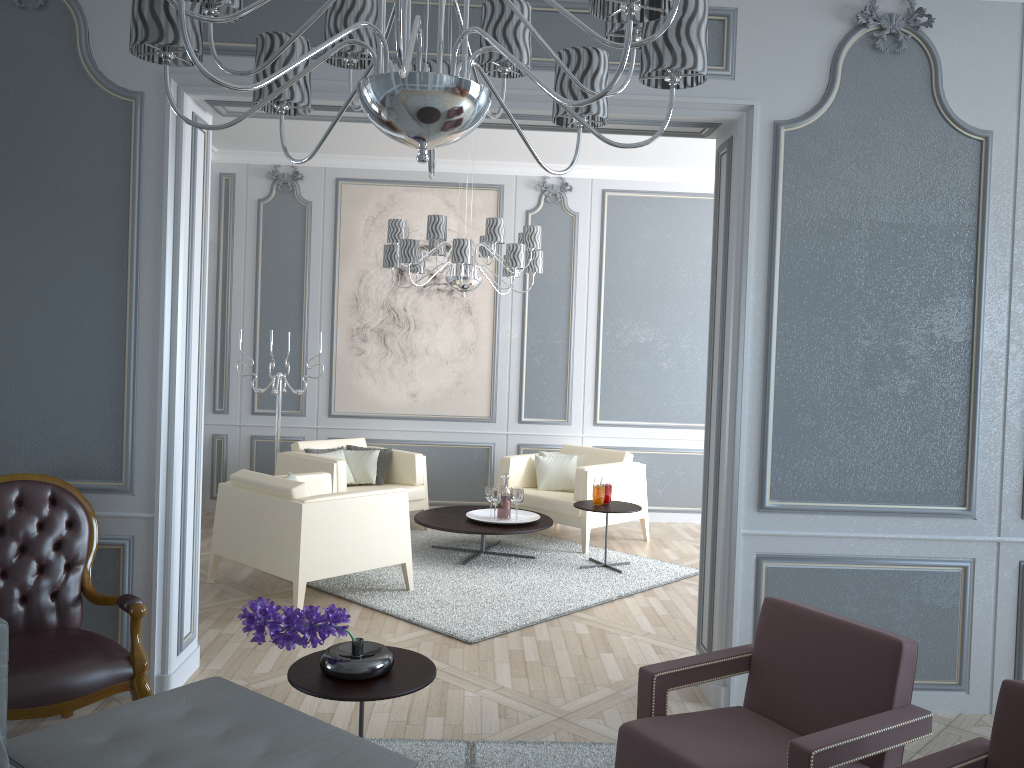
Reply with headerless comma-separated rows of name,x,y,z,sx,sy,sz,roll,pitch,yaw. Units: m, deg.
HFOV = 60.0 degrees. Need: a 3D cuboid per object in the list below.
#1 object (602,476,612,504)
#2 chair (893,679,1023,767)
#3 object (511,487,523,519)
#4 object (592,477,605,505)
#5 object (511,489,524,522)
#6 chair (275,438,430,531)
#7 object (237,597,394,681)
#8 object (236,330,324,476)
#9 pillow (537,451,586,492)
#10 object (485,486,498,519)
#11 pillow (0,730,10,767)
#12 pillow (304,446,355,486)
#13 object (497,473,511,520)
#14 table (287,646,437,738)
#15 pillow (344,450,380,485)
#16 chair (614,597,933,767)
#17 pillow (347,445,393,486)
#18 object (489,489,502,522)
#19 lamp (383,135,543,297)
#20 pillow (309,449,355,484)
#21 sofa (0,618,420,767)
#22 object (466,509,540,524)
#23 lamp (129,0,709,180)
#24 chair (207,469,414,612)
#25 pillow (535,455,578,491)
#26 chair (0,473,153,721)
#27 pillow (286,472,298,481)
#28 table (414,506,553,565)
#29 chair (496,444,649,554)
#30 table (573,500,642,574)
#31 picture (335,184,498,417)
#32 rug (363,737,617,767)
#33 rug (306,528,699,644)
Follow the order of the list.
object,0.579,0.653,5.468,0.075,0.165,0.075,1,2,-43
chair,0.977,0.961,1.636,0.606,0.620,0.576,1,2,-32
object,0.029,0.755,5.626,0.080,0.196,0.080,2,1,-19
object,0.527,0.654,5.398,0.075,0.165,0.075,2,1,-13
object,0.033,0.758,5.542,0.080,0.196,0.080,2,1,-19
chair,-1.123,0.722,6.213,0.737,0.620,0.855,4,2,43
object,-0.525,0.691,2.433,0.425,0.221,0.206,1,2,-32
object,-1.671,0.315,6.332,0.447,1.385,0.446,3,2,43
pillow,0.361,0.635,6.409,0.351,0.276,0.184,2,1,4
object,-0.131,0.750,5.610,0.080,0.196,0.080,2,1,-19
pillow,-1.182,0.685,1.659,0.253,0.354,0.422,3,2,35
pillow,-1.279,0.585,6.200,0.184,0.276,0.351,3,2,44
object,-0.047,0.706,5.587,0.086,0.290,0.086,2,1,19
table,-0.427,0.995,2.502,0.414,0.385,0.414,2,2,-15
pillow,-1.101,0.588,6.280,0.312,0.245,0.163,2,1,2
chair,0.631,0.926,2.245,0.606,0.620,0.576,1,2,-32
pillow,-1.049,0.588,6.352,0.351,0.276,0.184,2,2,14
object,-0.104,0.754,5.516,0.080,0.196,0.080,2,1,1
lamp,-0.290,-1.097,5.497,0.976,1.119,0.977,2,2,-14
pillow,-1.243,0.589,6.120,0.163,0.245,0.312,3,2,32
sofa,-1.187,0.869,1.380,0.810,0.668,2.204,3,2,38
object,-0.056,0.841,5.579,0.468,0.028,0.468,2,2,10
lamp,-0.141,-0.943,1.531,0.976,1.119,0.977,2,2,-14
chair,-1.068,0.779,4.742,0.855,0.620,0.737,4,2,43
pillow,0.322,0.636,6.330,0.312,0.245,0.163,2,1,-8
chair,-1.518,0.729,2.808,0.572,0.828,0.575,1,2,-42
pillow,-1.184,0.642,4.799,0.182,0.285,0.361,2,2,4
table,-0.183,0.968,5.634,0.882,0.239,0.883,2,2,-5
chair,0.418,0.774,6.272,0.855,0.620,0.737,4,2,43
table,0.574,0.931,5.394,0.414,0.385,0.414,0,2,-45
picture,-0.739,-0.640,6.853,1.199,1.750,0.001,2,1,-2
rug,-0.076,1.248,1.338,2.018,0.010,3.205,2,2,-2
rug,-0.234,1.092,5.337,2.001,0.010,2.000,4,3,43
